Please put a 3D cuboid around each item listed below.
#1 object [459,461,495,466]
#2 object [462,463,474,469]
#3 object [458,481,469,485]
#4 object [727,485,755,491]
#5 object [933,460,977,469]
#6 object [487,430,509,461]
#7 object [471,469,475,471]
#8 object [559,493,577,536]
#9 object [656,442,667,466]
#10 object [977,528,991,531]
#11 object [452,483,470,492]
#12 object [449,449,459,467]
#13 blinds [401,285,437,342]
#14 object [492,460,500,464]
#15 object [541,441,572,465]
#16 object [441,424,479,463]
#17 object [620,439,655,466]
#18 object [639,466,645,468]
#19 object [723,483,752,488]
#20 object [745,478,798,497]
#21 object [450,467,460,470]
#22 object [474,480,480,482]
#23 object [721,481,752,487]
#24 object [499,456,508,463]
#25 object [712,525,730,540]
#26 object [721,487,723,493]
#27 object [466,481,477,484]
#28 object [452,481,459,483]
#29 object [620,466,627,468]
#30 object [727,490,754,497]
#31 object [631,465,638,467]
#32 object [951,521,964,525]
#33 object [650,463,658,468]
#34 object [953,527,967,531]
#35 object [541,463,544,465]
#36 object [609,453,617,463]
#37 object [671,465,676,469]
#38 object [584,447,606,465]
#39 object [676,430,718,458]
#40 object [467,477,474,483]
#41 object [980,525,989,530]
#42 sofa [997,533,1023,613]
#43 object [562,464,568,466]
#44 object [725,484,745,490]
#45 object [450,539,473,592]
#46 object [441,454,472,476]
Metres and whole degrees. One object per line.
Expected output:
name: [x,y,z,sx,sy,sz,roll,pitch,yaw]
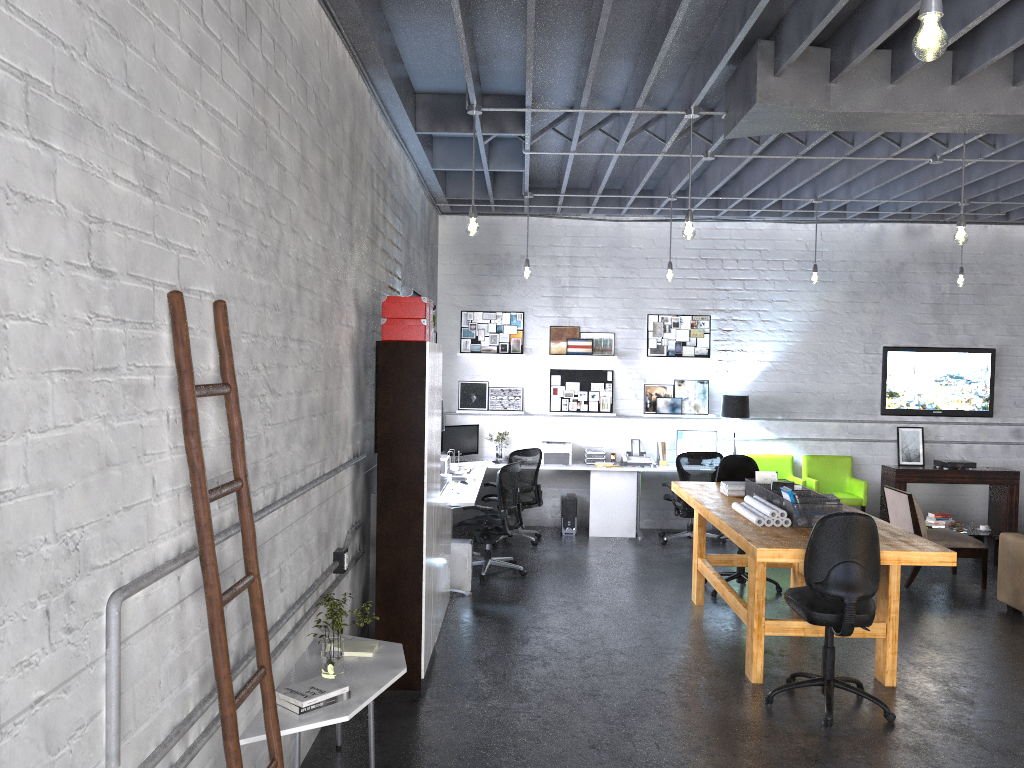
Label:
object: [-0.404,0.895,9.959,0.422,0.028,0.181,0,2,-39]
object: [-0.479,0.890,9.627,0.130,0.049,0.130,2,2,18]
object: [-0.463,0.927,8.341,0.114,0.036,0.058,1,2,-9]
object: [1.929,0.810,6.880,0.519,0.047,0.046,1,2,-1]
object: [5.129,0.933,10.274,0.370,0.082,0.266,1,1,1]
object: [-0.154,0.722,10.386,0.297,0.363,0.271,-1,3,-44]
object: [-0.435,0.910,9.434,0.058,0.020,0.071,0,2,-35]
object: [0.650,1.503,10.259,0.180,0.411,0.475,1,2,1]
object: [1.745,0.812,10.318,0.087,0.259,0.236,1,2,1]
object: [4.873,1.507,9.155,0.131,0.016,0.131,1,1,7]
object: [-0.491,0.937,8.048,0.181,0.028,0.421,1,1,-9]
object: [-0.728,0.812,9.459,0.324,0.208,0.233,1,2,1]
blinds: [-0.873,-0.026,8.432,0.100,1.633,2.118,1,2,1]
object: [-0.186,0.891,10.146,0.114,0.036,0.058,2,2,41]
object: [0.518,0.800,10.349,0.351,0.235,0.350,1,2,1]
object: [-0.610,0.685,10.213,0.147,0.427,0.559,3,2,37]
object: [1.442,0.796,10.327,0.405,0.280,0.399,1,2,1]
object: [1.466,0.935,10.042,0.017,0.016,0.076,0,2,-39]
object: [1.930,0.808,6.982,0.519,0.047,0.046,1,2,1]
object: [1.947,0.810,6.680,0.316,0.156,0.306,1,2,1]
object: [-0.739,0.889,9.122,0.392,0.064,0.259,1,1,1]
object: [-0.335,0.931,8.501,0.025,0.021,0.119,2,2,27]
object: [1.931,0.806,7.075,0.519,0.047,0.046,1,2,1]
object: [0.048,0.873,10.127,0.279,0.081,0.411,0,2,-29]
object: [2.435,1.539,10.161,0.180,0.411,0.475,1,2,1]
object: [1.930,0.846,7.053,0.519,0.047,0.047,1,2,1]
object: [-0.398,0.936,8.429,0.119,0.016,0.119,2,1,18]
object: [-0.533,0.933,8.421,0.076,0.016,0.017,1,2,-9]
object: [1.262,0.936,10.024,0.008,0.007,0.141,2,2,35]
object: [1.928,0.850,6.867,0.519,0.047,0.047,1,2,1]
object: [1.393,0.933,10.091,0.011,0.011,0.125,3,2,39]
object: [4.759,1.485,9.503,0.151,0.040,0.151,2,1,18]
object: [1.609,0.920,10.054,0.095,0.050,0.095,0,2,-31]
object: [4.627,1.495,9.152,0.137,0.031,0.137,2,2,27]
object: [0.302,0.909,10.085,0.103,0.021,0.131,1,1,-19]
object: [1.184,0.868,10.380,0.093,0.116,0.067,1,2,1]
object: [2.022,0.940,10.033,0.422,0.028,0.181,1,1,-4]
object: [0.966,0.836,10.339,0.229,0.181,0.316,1,2,1]
object: [2.141,0.741,10.310,0.465,0.417,0.212,1,2,6]
object: [-0.390,0.912,8.431,0.078,0.049,0.062,0,2,-29]
object: [4.875,1.484,9.155,0.081,0.052,0.077,0,2,-41]
sofa: [5.143,1.560,6.791,2.330,0.629,1.104,1,2,1]
object: [0.607,0.918,10.045,0.075,0.016,0.017,2,2,26]
object: [1.929,0.809,6.936,0.519,0.047,0.046,1,2,1]
object: [-0.578,1.541,7.562,0.478,0.411,0.200,1,2,1]
object: [-0.643,0.818,8.693,0.485,0.230,0.420,1,2,1]
